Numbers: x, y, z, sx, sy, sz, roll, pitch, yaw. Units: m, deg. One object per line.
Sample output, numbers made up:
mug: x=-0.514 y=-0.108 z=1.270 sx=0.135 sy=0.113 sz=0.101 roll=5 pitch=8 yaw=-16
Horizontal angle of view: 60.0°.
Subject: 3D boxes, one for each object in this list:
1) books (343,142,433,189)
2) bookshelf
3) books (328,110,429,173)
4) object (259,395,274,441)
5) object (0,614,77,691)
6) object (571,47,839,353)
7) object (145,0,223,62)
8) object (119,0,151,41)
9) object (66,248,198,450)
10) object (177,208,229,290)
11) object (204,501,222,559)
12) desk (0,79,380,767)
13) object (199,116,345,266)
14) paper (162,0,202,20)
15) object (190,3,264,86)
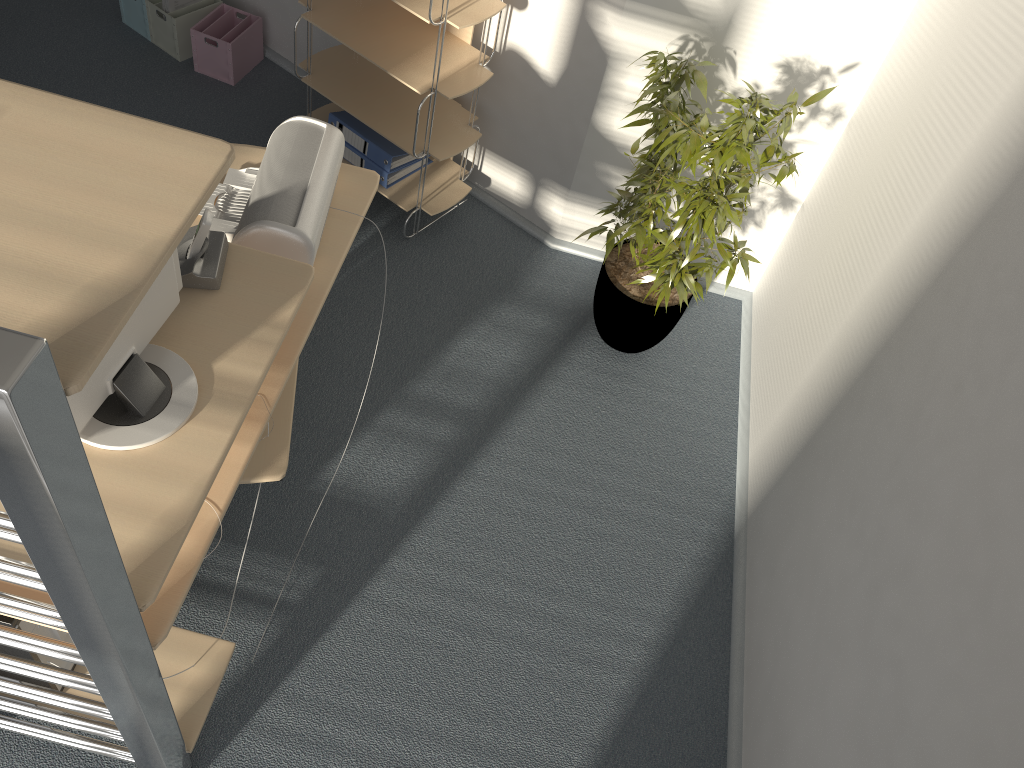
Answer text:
books: x=-0.503 y=-0.906 z=3.382 sx=0.320 sy=0.072 sz=0.262 roll=37 pitch=53 yaw=16
bookshelf: x=-0.374 y=-1.279 z=2.917 sx=0.724 sy=1.572 sz=0.381 roll=37 pitch=53 yaw=16
books: x=-0.487 y=-0.945 z=3.346 sx=0.320 sy=0.100 sz=0.263 roll=37 pitch=53 yaw=16
object: x=-0.878 y=-0.055 z=1.905 sx=0.814 sy=0.082 sz=0.478 roll=21 pitch=51 yaw=4
object: x=-1.200 y=0.451 z=1.909 sx=0.471 sy=0.422 sz=0.199 roll=15 pitch=50 yaw=-1
object: x=0.510 y=-0.517 z=2.802 sx=0.644 sy=1.147 sz=0.544 roll=38 pitch=54 yaw=17
object: x=-1.387 y=-1.538 z=3.780 sx=0.185 sy=0.202 sz=0.245 roll=36 pitch=53 yaw=16
object: x=-1.531 y=-1.644 z=3.829 sx=0.185 sy=0.202 sz=0.245 roll=36 pitch=53 yaw=16
object: x=-0.683 y=-0.098 z=1.493 sx=0.245 sy=0.418 sz=0.516 roll=27 pitch=51 yaw=8
object: x=-0.660 y=-0.299 z=1.831 sx=0.119 sy=0.151 sz=0.150 roll=4 pitch=51 yaw=-10
object: x=-0.913 y=0.206 z=1.686 sx=0.742 sy=0.088 sz=0.168 roll=17 pitch=50 yaw=0
desk: x=-0.947 y=-0.186 z=1.913 sx=0.967 sy=1.566 sz=1.469 roll=15 pitch=50 yaw=-1
object: x=-0.623 y=-0.485 z=2.186 sx=0.351 sy=0.162 sz=0.438 roll=9 pitch=51 yaw=-6
paper: x=-1.363 y=-1.573 z=3.721 sx=0.068 sy=0.306 sz=0.220 roll=36 pitch=53 yaw=16
object: x=-1.195 y=-1.426 z=3.735 sx=0.185 sy=0.202 sz=0.245 roll=22 pitch=51 yaw=4
